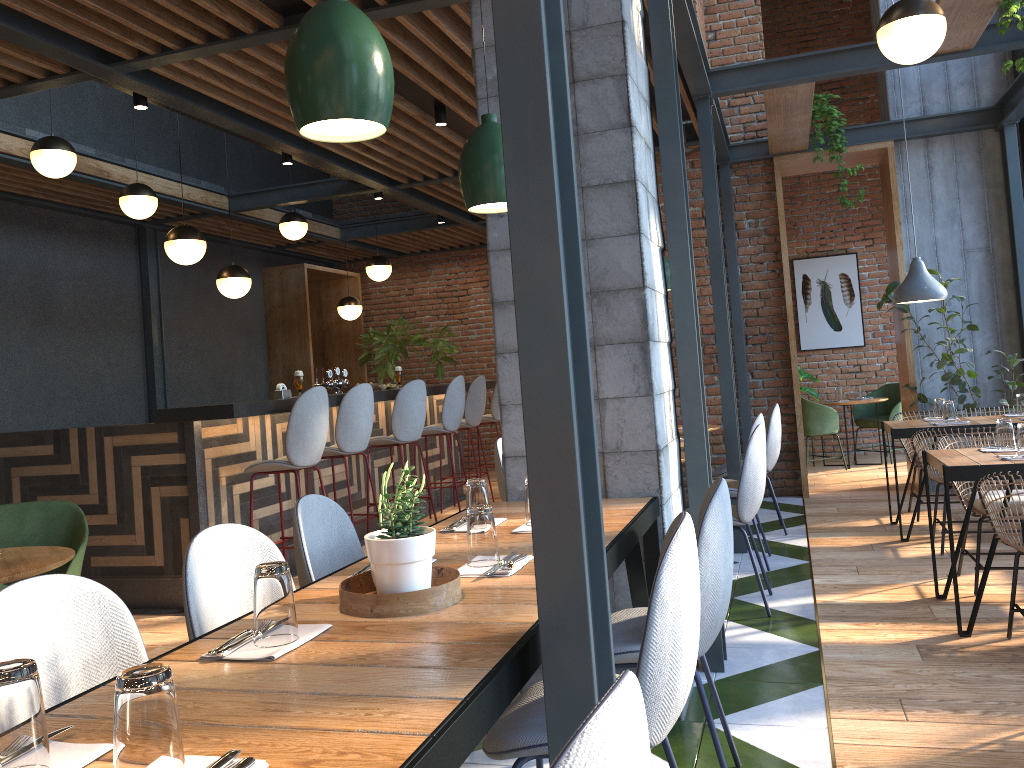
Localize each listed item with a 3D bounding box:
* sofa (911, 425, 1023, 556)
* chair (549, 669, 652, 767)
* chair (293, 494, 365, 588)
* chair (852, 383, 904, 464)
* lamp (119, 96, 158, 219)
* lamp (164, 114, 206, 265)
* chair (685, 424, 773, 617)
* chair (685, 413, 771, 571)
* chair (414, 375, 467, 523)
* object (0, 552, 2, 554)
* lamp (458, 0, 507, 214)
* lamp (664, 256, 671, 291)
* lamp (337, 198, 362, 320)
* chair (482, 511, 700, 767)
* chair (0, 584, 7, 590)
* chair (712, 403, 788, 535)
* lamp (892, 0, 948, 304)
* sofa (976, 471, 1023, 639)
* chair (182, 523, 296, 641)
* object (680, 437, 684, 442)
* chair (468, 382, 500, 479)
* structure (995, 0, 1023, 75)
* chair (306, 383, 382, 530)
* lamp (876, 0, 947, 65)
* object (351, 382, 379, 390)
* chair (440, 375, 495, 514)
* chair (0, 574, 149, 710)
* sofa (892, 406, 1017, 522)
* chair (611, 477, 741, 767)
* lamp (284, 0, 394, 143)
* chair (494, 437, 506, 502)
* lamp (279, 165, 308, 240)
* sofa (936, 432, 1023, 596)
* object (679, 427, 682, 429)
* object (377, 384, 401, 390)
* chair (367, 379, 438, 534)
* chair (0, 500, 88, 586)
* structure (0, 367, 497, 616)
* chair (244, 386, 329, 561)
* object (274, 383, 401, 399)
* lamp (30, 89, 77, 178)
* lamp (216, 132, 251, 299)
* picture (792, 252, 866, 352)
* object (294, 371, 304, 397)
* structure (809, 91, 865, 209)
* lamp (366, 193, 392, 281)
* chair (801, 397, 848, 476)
[{"bbox_3d":[2.940,0.584,5.130,1.090,0.734,0.470,-4,-1,17],"label":"sofa"},{"bbox_3d":[-0.074,0.774,0.998,0.507,0.889,0.418,-5,-2,24],"label":"chair"},{"bbox_3d":[-0.398,0.781,2.774,0.507,0.889,0.418,-5,-2,13],"label":"chair"},{"bbox_3d":[4.032,0.415,9.548,0.515,0.820,0.637,-4,-1,-24],"label":"chair"},{"bbox_3d":[-2.921,-3.124,6.683,0.268,3.801,0.267,-4,-2,-18],"label":"lamp"},{"bbox_3d":[-2.342,-2.698,6.061,0.268,3.801,0.268,-5,-2,19],"label":"lamp"},{"bbox_3d":[1.029,0.658,4.414,0.507,0.889,0.418,-5,-2,18],"label":"chair"},{"bbox_3d":[1.281,0.630,5.296,0.507,0.889,0.418,-5,-2,18],"label":"chair"},{"bbox_3d":[-0.619,0.562,7.574,0.507,1.245,0.418,-5,-2,13],"label":"chair"},{"bbox_3d":[-2.019,0.645,3.289,0.243,0.019,0.157,-4,1,-14],"label":"object"},{"bbox_3d":[-0.127,-1.565,2.846,0.223,2.025,0.224,-5,-2,21],"label":"lamp"},{"bbox_3d":[0.999,-1.686,6.480,0.223,2.025,0.224,-5,-2,21],"label":"lamp"},{"bbox_3d":[-1.912,-2.591,9.788,0.267,3.801,0.268,-6,-3,38],"label":"lamp"},{"bbox_3d":[0.188,0.745,1.986,0.507,0.889,0.418,-5,-2,13],"label":"chair"},{"bbox_3d":[-1.763,0.921,2.586,0.639,0.820,0.514,-4,-1,-18],"label":"chair"},{"bbox_3d":[1.658,0.592,6.240,0.507,0.889,0.418,-5,-2,13],"label":"chair"},{"bbox_3d":[2.725,-2.824,6.362,0.352,4.498,0.353,-5,-2,22],"label":"lamp"},{"bbox_3d":[2.361,0.646,3.261,1.090,0.734,0.470,-4,-1,17],"label":"sofa"},{"bbox_3d":[-0.528,0.797,2.214,0.507,0.889,0.418,-5,-2,23],"label":"chair"},{"bbox_3d":[0.974,0.338,5.377,0.157,0.019,0.243,-4,1,14],"label":"object"},{"bbox_3d":[-0.232,0.530,9.021,0.507,1.245,0.418,-5,-2,17],"label":"chair"},{"bbox_3d":[2.548,-1.890,4.386,0.527,0.926,0.941,-5,-1,23],"label":"structure"},{"bbox_3d":[-1.182,0.629,6.130,0.507,1.245,0.418,-5,-2,23],"label":"chair"},{"bbox_3d":[1.541,-3.239,3.782,0.268,3.801,0.267,-3,-3,-30],"label":"lamp"},{"bbox_3d":[-1.179,0.024,7.091,0.168,0.073,0.168,-4,0,37],"label":"object"},{"bbox_3d":[-0.462,0.554,8.326,0.507,1.245,0.418,-5,-2,15],"label":"chair"},{"bbox_3d":[-0.719,0.816,1.673,0.507,0.889,0.418,-5,-2,24],"label":"chair"},{"bbox_3d":[3.274,0.548,6.209,1.090,0.734,0.470,-4,-1,17],"label":"sofa"},{"bbox_3d":[0.395,0.724,2.522,0.507,0.889,0.418,-5,-2,14],"label":"chair"},{"bbox_3d":[-0.426,-1.533,1.879,0.223,2.025,0.224,-5,-2,21],"label":"lamp"},{"bbox_3d":[0.190,0.718,4.706,0.507,0.889,0.418,-5,-2,23],"label":"chair"},{"bbox_3d":[-2.229,-3.273,8.563,0.268,3.801,0.268,-5,-2,23],"label":"lamp"},{"bbox_3d":[2.695,0.610,4.339,1.090,0.734,0.470,-4,-1,17],"label":"sofa"},{"bbox_3d":[1.276,0.306,6.338,0.157,0.019,0.243,-4,1,21],"label":"object"},{"bbox_3d":[-1.049,0.023,7.322,0.164,0.052,0.292,-4,0,26],"label":"object"},{"bbox_3d":[-0.883,0.600,6.856,0.506,1.245,0.418,-5,-2,28],"label":"chair"},{"bbox_3d":[-2.095,0.935,3.702,0.639,0.820,0.514,-4,-1,-13],"label":"chair"},{"bbox_3d":[-2.142,0.611,7.595,2.913,1.398,4.921,-4,0,17],"label":"structure"},{"bbox_3d":[-1.327,0.648,5.309,0.507,1.245,0.418,-5,-2,17],"label":"chair"},{"bbox_3d":[-1.282,0.020,6.642,0.321,0.106,1.510,-4,1,21],"label":"object"},{"bbox_3d":[-3.093,-3.224,5.789,0.268,3.801,0.268,-5,-2,23],"label":"lamp"},{"bbox_3d":[-2.352,-2.575,7.138,0.268,3.801,0.268,-5,-2,8],"label":"lamp"},{"bbox_3d":[3.677,-0.949,10.299,0.724,1.097,0.023,-5,-2,17],"label":"picture"},{"bbox_3d":[-1.426,-0.002,5.939,0.070,0.178,0.070,-5,-2,21],"label":"object"},{"bbox_3d":[2.563,-1.888,7.191,0.513,0.970,0.664,-5,-1,9],"label":"structure"},{"bbox_3d":[-1.519,-2.961,9.288,0.268,3.801,0.268,-5,-2,27],"label":"lamp"},{"bbox_3d":[3.065,0.492,9.194,0.515,0.820,0.637,-4,-1,-19],"label":"chair"}]
